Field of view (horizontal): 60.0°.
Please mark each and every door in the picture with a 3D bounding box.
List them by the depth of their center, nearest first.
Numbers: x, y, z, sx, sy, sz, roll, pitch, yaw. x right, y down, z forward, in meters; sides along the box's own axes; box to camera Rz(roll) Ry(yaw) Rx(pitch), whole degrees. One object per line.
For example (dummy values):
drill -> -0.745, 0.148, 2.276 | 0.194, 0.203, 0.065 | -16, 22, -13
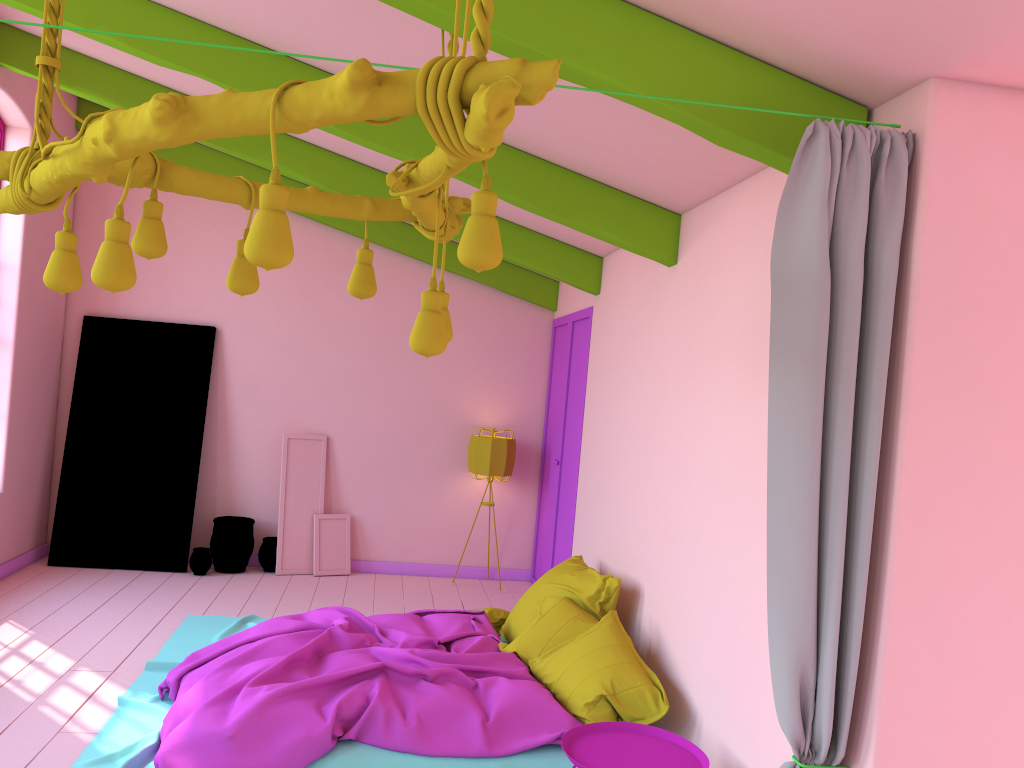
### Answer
door -> 0.422, 0.668, 7.856 | 0.108, 2.591, 1.677 | 5, 0, -8
door -> -3.374, 0.523, 7.934 | 1.153, 2.211, 0.450 | 5, 0, -8

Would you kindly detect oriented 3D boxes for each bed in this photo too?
bed -> -0.774, 1.584, 4.969 | 2.803, 0.514, 3.576 | 5, 0, -8

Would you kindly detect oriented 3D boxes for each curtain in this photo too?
curtain -> 0.960, 0.578, 2.948 | 0.519, 2.785, 0.525 | 5, 0, -27

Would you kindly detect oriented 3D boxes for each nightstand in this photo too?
nightstand -> 0.476, 1.707, 3.590 | 0.596, 0.458, 0.596 | 5, 0, 29

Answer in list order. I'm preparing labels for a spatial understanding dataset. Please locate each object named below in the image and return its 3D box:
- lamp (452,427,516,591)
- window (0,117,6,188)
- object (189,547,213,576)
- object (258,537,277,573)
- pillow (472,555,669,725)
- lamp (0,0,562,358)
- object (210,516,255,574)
lamp -> -0.207, 1.148, 8.322 | 0.491, 1.467, 0.476 | 5, 0, 22
window -> -4.018, -0.662, 6.376 | 0.072, 3.047, 1.274 | 5, 0, -8
object -> -2.740, 1.565, 7.808 | 0.199, 0.234, 0.199 | 5, 0, -41
object -> -2.212, 1.576, 8.180 | 0.260, 0.306, 0.260 | 5, 0, 24
pillow -> 0.278, 1.513, 5.376 | 0.849, 0.822, 2.616 | 5, 0, -18
lamp -> -0.503, -1.229, 2.297 | 1.611, 2.264, 1.775 | 5, 0, -26
object -> -2.542, 1.459, 8.056 | 0.385, 0.471, 0.386 | 5, 0, 34
